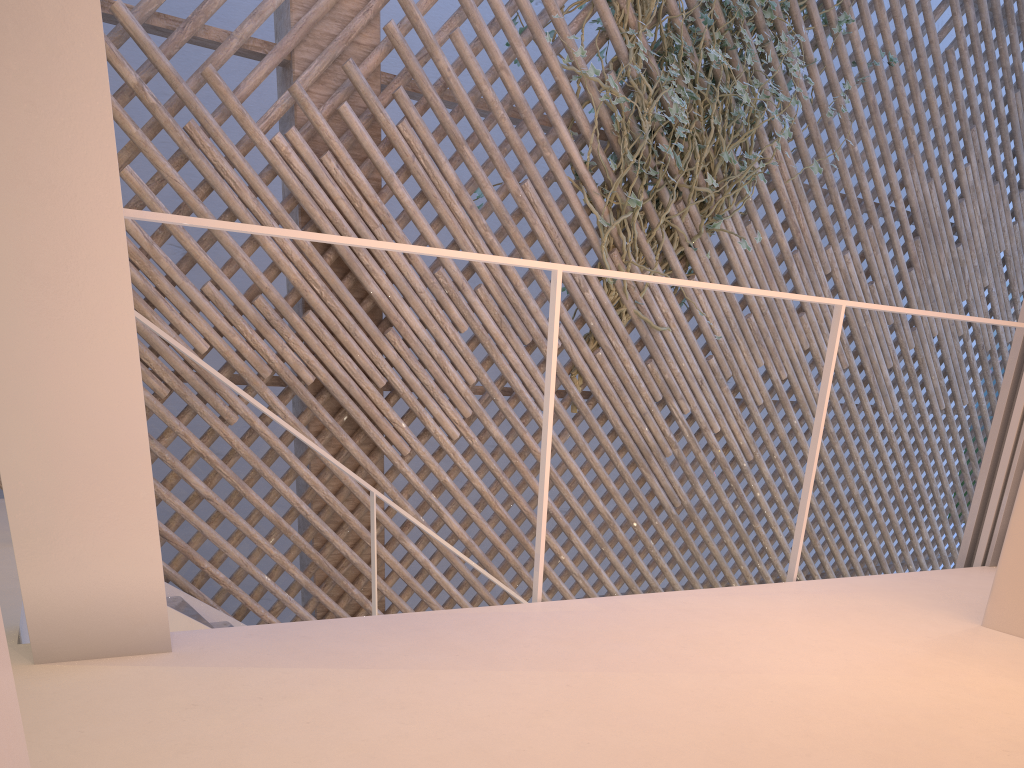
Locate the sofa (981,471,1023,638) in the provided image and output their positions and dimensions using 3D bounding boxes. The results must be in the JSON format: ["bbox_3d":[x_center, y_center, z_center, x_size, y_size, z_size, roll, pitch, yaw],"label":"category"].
[{"bbox_3d":[1.318,0.237,1.285,0.980,0.404,0.463,1,8,-27],"label":"sofa"}]

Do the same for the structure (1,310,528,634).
[{"bbox_3d":[-0.183,0.834,2.210,1.934,2.140,1.088,-4,17,-32],"label":"structure"}]

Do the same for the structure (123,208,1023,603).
[{"bbox_3d":[0.304,0.136,1.390,1.694,0.615,0.025,2,18,-26],"label":"structure"}]

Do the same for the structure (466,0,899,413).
[{"bbox_3d":[0.837,-1.273,2.814,2.319,2.968,0.677,-5,19,-32],"label":"structure"}]
